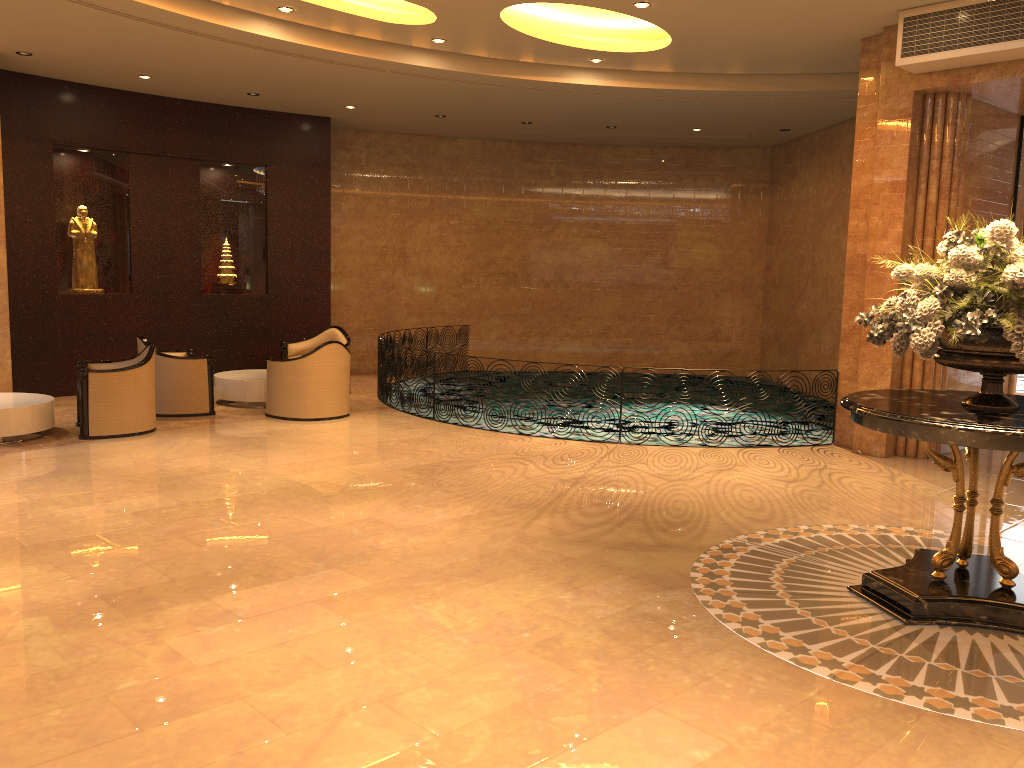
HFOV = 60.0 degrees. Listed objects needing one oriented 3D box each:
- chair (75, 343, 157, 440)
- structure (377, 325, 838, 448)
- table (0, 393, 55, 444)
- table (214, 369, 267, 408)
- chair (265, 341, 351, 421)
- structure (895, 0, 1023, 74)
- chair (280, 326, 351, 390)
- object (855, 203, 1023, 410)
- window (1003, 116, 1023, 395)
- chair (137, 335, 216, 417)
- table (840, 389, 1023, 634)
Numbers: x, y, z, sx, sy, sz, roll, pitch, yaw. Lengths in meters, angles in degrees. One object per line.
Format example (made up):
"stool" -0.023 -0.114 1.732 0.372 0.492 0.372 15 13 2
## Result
"chair" -4.108 0.031 9.215 0.769 0.916 0.951 -2 8 -28
"structure" 0.141 -0.074 12.065 3.815 0.995 7.624 -2 8 -25
"table" -5.192 0.342 8.771 1.196 0.354 1.196 -1 8 -16
"table" -3.220 0.053 11.455 1.196 0.354 1.196 -1 7 -15
"chair" -2.325 -0.077 10.429 0.769 0.916 0.951 8 10 42
"structure" 5.048 -2.920 6.695 0.425 0.483 4.113 -5 10 -43
"chair" -2.694 -0.345 12.473 0.951 0.916 0.769 4 8 22
"object" 2.615 -0.371 4.714 1.277 0.999 1.318 0 7 -12
"window" 6.620 -0.913 8.466 0.047 3.571 3.515 -5 10 -43
"chair" -3.999 -0.125 10.469 0.769 0.916 0.951 -3 9 -33
"table" 2.554 0.661 4.854 1.493 1.089 1.493 8 9 40
